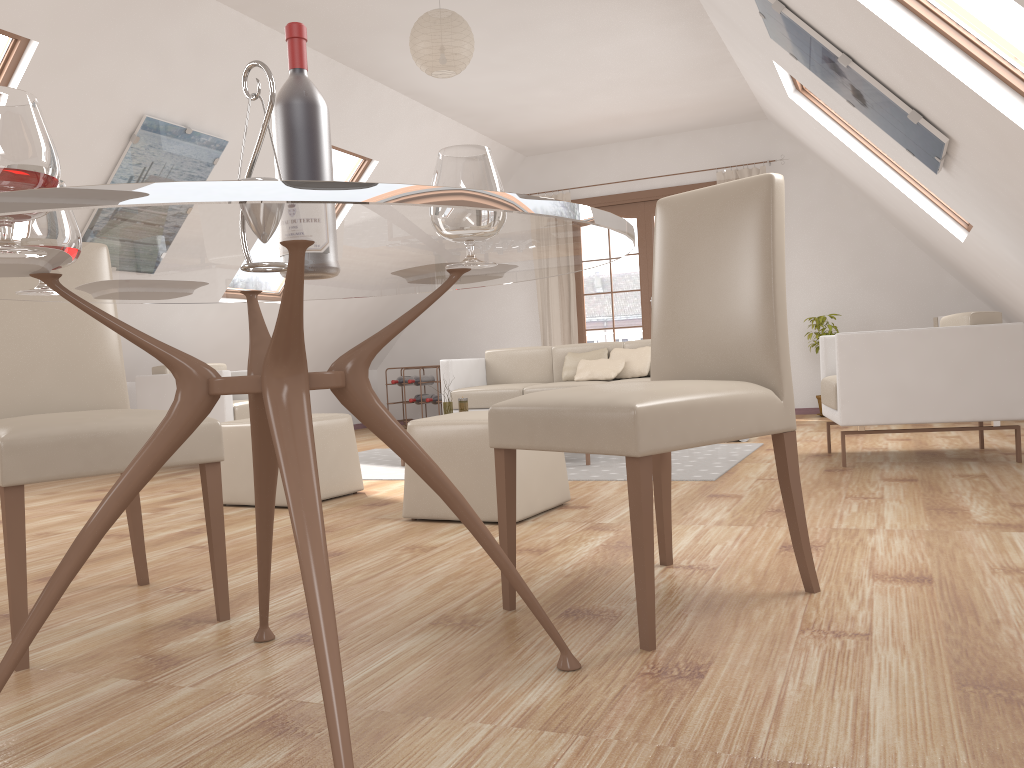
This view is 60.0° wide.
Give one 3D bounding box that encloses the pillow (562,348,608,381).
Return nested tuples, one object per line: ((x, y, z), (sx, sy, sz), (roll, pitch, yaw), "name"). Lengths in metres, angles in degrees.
((0.538, -0.143, 6.578), (0.351, 0.235, 0.185), (-3, 1, 27), "pillow")

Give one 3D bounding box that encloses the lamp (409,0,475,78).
((-0.370, -1.862, 4.616), (0.340, 0.497, 0.340), (-4, 1, -27), "lamp")

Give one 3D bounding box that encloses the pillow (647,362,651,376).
((1.117, -0.201, 6.270), (0.269, 0.276, 0.424), (-4, 1, -17), "pillow")

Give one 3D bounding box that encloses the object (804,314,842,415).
((2.613, -0.159, 7.403), (0.311, 0.846, 0.307), (-3, 1, 16), "object")

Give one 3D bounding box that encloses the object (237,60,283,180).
((-0.413, -0.369, 1.460), (0.086, 0.322, 0.096), (-3, 1, -14), "object")

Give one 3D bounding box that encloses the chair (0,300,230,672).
((-1.071, 0.086, 2.184), (0.477, 0.999, 0.618), (-4, 2, -42), "chair")

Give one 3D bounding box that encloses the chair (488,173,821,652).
((0.327, 0.012, 2.083), (0.618, 0.999, 0.477), (-4, 2, -39), "chair")

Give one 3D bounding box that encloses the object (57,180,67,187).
((-0.859, -0.277, 1.614), (0.136, 0.183, 0.136), (-3, 1, 2), "object")

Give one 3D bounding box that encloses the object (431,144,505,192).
((-0.078, -0.319, 1.562), (0.136, 0.183, 0.136), (-4, 2, -40), "object")

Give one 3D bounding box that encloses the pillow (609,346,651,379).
((0.848, -0.156, 6.437), (0.351, 0.225, 0.196), (-2, 1, 29), "pillow")

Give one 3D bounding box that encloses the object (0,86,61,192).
((-0.656, -0.278, 1.138), (0.136, 0.183, 0.136), (-3, 1, 2), "object")

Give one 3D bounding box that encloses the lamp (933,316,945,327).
((3.404, -0.341, 6.882), (0.180, 0.375, 0.221), (-4, 1, -33), "lamp")

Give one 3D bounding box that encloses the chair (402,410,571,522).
((-0.099, 0.303, 3.482), (0.506, 0.394, 0.506), (-2, 1, 28), "chair")

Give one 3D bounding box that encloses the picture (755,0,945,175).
((1.418, -1.264, 3.747), (0.683, 0.738, 0.650), (-3, 1, 24), "picture")

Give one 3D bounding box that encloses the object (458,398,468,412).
((-0.308, 0.183, 5.645), (0.075, 0.185, 0.075), (-4, 2, -35), "object")

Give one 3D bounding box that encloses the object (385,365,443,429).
((-0.798, 0.122, 8.810), (0.854, 0.608, 0.417), (-3, 1, 24), "object")

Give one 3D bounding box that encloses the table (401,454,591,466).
((0.007, 0.363, 5.331), (1.173, 0.190, 0.730), (-3, 1, 24), "table")

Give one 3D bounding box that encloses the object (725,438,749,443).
((1.444, 0.234, 5.819), (0.212, 0.267, 0.315), (-3, 1, 11), "object")

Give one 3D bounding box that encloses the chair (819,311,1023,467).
((1.993, 0.015, 4.420), (0.820, 0.706, 0.748), (-3, 1, 13), "chair")

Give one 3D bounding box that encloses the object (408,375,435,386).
((-0.911, -0.033, 8.808), (0.109, 0.109, 0.435), (-3, 1, 24), "object")

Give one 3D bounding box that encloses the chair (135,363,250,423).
((-2.019, 0.197, 6.185), (0.820, 0.706, 0.748), (-3, 1, 26), "chair")

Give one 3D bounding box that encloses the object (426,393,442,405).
((-0.730, 0.148, 8.736), (0.109, 0.109, 0.435), (-3, 1, 24), "object")

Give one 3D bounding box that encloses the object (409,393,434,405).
((-0.901, 0.152, 8.810), (0.109, 0.109, 0.435), (-3, 1, 24), "object")

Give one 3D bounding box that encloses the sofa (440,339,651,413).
((0.499, 0.052, 6.490), (1.880, 0.706, 0.820), (-3, 1, 24), "sofa")

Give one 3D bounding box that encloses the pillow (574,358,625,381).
((0.619, -0.100, 6.380), (0.363, 0.170, 0.227), (-2, 1, 29), "pillow")

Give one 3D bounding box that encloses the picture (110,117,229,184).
((-2.166, -1.101, 5.312), (0.683, 0.738, 0.650), (-3, 1, 24), "picture")

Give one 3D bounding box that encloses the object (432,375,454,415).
((-0.414, 0.103, 5.565), (0.184, 0.359, 0.123), (-4, 1, -25), "object")

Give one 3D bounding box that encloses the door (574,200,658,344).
((1.280, -0.698, 8.267), (1.546, 2.001, 0.098), (-3, 1, 24), "door")

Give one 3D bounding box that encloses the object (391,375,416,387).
((-1.082, -0.028, 8.877), (0.110, 0.110, 0.439), (-3, 1, 24), "object")

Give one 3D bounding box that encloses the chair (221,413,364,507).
((-1.047, 0.341, 4.159), (0.506, 0.394, 0.506), (-2, 1, 28), "chair")

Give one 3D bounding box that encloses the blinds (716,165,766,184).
((2.058, -0.827, 7.780), (0.424, 2.129, 0.123), (-3, 1, 18), "blinds")

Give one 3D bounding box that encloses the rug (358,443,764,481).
((-0.051, 0.459, 5.287), (2.800, 0.007, 1.600), (-3, 1, 24), "rug")

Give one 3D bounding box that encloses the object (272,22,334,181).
((-0.379, -0.431, 1.606), (0.109, 0.435, 0.109), (-3, 1, 19), "object")

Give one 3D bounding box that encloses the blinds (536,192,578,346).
((0.426, -0.751, 8.535), (0.423, 2.130, 0.120), (-3, 1, 21), "blinds")

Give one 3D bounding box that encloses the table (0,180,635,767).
((-0.381, 0.177, 1.472), (1.198, 0.770, 1.198), (-2, 2, 44), "table")
